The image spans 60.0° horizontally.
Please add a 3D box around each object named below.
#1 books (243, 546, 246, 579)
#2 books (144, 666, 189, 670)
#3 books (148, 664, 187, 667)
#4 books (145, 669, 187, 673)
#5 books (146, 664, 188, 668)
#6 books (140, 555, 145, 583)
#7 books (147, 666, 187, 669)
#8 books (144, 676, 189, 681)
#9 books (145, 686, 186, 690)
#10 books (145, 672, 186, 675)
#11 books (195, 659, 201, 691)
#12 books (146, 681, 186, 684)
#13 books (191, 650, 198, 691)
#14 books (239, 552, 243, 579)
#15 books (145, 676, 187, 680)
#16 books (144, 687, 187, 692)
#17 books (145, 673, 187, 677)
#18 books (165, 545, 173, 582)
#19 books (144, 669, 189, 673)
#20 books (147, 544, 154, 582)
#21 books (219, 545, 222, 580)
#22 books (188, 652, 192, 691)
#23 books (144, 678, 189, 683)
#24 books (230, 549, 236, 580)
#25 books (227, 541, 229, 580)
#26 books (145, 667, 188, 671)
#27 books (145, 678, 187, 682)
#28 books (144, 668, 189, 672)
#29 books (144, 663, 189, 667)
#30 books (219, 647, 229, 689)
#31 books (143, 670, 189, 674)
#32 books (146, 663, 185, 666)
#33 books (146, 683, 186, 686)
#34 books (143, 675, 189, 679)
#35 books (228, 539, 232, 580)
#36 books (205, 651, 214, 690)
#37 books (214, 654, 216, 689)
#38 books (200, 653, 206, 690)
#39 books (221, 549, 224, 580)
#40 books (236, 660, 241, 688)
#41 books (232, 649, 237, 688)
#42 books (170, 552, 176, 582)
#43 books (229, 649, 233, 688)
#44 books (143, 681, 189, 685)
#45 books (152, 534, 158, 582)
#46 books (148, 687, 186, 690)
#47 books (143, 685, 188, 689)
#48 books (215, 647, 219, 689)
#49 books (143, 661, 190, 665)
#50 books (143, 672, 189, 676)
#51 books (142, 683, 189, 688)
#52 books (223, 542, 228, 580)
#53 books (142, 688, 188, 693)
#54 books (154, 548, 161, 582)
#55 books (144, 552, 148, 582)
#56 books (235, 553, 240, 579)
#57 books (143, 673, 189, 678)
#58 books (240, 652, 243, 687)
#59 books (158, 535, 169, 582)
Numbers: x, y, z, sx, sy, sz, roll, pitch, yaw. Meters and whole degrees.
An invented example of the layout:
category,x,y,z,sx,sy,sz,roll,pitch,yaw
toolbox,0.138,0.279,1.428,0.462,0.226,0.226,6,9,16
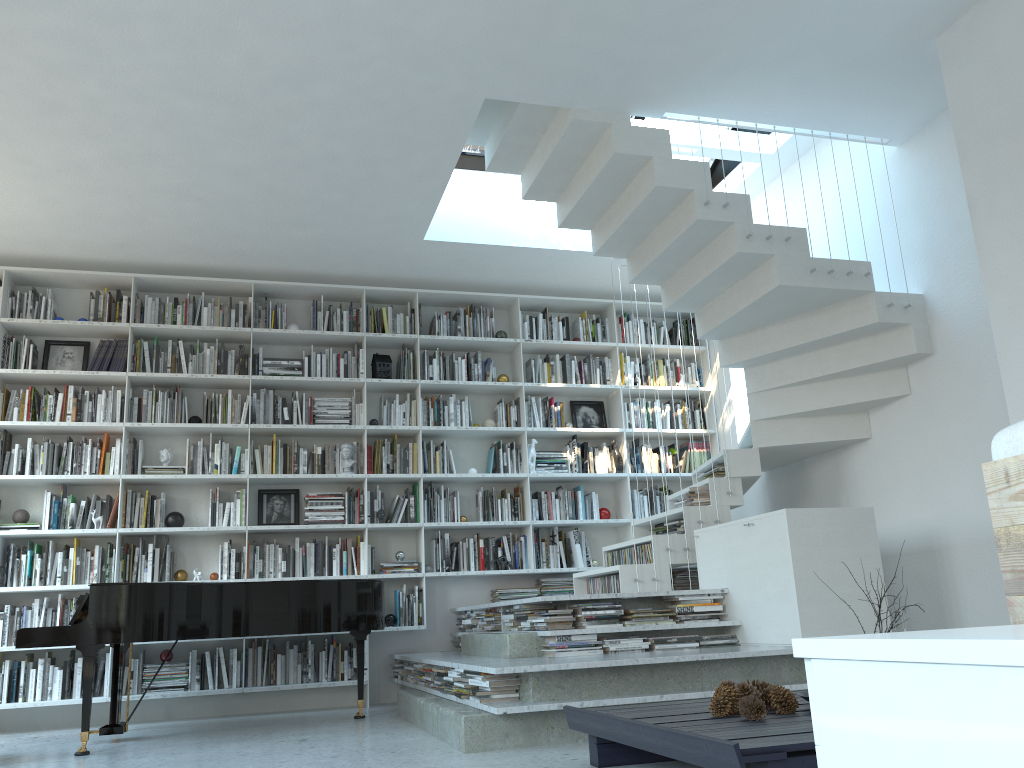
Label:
category,x,y,z,sx,sy,sz,roll,pitch,yaw
books,-1.930,1.300,6.400,0.019,0.241,0.108,1,-15,-16
books,-2.360,1.944,6.068,0.285,0.005,0.160,2,-16,-19
books,-2.362,1.929,6.079,0.254,0.005,0.161,1,-16,-16
books,-2.364,1.961,6.070,0.254,0.005,0.161,1,-16,-16
books,-2.362,1.935,6.077,0.254,0.005,0.161,1,-16,-16
books,-2.566,1.297,6.180,0.024,0.195,0.157,1,-15,-16
books,-2.359,1.937,6.066,0.254,0.005,0.161,3,-16,-21
books,-2.355,2.010,6.046,0.285,0.007,0.160,3,-16,-21
books,-2.357,2.065,6.041,0.254,0.007,0.161,1,-16,-15
books,-2.362,1.976,6.064,0.254,0.005,0.161,2,-16,-17
books,-2.157,2.000,6.105,0.029,0.201,0.178,1,-15,-16
books,-2.355,2.030,6.044,0.254,0.007,0.161,3,-16,-20
books,-2.191,1.972,6.116,0.031,0.265,0.145,1,-15,-16
books,-1.942,1.312,6.365,0.024,0.200,0.159,1,-15,-16
books,-2.358,2.006,6.057,0.254,0.007,0.161,1,-16,-15
books,-2.354,2.077,6.031,0.254,0.007,0.161,0,-15,-12
books,-2.362,1.987,6.063,0.254,0.005,0.161,1,-16,-16
books,-2.407,1.268,6.226,0.027,0.260,0.164,1,-15,-16
books,-2.363,1.966,6.067,0.285,0.005,0.160,2,-16,-17
books,-2.521,1.261,6.195,0.027,0.268,0.185,1,-15,-16
books,-2.082,1.283,6.334,0.012,0.253,0.161,1,-15,-16
books,-2.207,1.973,6.094,0.012,0.253,0.161,1,-15,-16
books,-2.355,2.024,6.045,0.285,0.007,0.160,3,-16,-20
books,-1.996,1.299,6.345,0.029,0.220,0.153,1,-15,-16
books,-2.032,1.274,6.355,0.010,0.276,0.156,1,-15,-16
books,-2.359,1.948,6.065,0.254,0.005,0.161,0,-15,-12
books,-2.357,2.019,6.053,0.254,0.007,0.161,1,-16,-15
books,-2.362,1.953,6.063,0.285,0.005,0.160,3,-16,-20
books,-2.363,1.924,6.081,0.285,0.005,0.160,1,-16,-16
books,-2.002,1.969,6.163,0.073,0.275,0.181,1,-15,-16
books,-2.363,1.971,6.065,0.285,0.005,0.160,1,-16,-15
books,-2.362,1.918,6.079,0.254,0.005,0.161,1,-16,-15
books,-2.354,2.044,6.041,0.254,0.007,0.161,3,-16,-20
books,-2.359,1.999,6.059,0.285,0.007,0.160,1,-16,-15
books,-2.020,1.267,6.356,0.014,0.290,0.132,1,-15,-16
books,-2.088,1.977,6.132,0.062,0.252,0.178,1,-15,-16
books,-2.052,1.988,6.137,0.011,0.231,0.174,1,-15,-16
books,-2.133,1.986,6.128,0.028,0.237,0.136,1,-15,-16
books,-2.070,1.300,6.341,0.015,0.225,0.148,1,-15,-16
books,-1.905,2.018,6.177,0.024,0.179,0.172,1,-15,-16
books,-1.926,1.974,6.165,0.024,0.259,0.190,1,-15,-16
books,-2.386,1.296,6.241,0.023,0.211,0.160,1,-15,-16
books,-1.958,1.982,6.187,0.025,0.258,0.133,1,-15,-16
books,-2.355,2.038,6.047,0.285,0.007,0.160,1,-16,-14
books,-2.510,1.234,6.233,0.013,0.338,0.138,1,-15,-16
books,-2.357,2.073,6.041,0.254,0.007,0.161,1,-16,-16
books,-2.355,2.057,6.036,0.285,0.007,0.160,3,-16,-20
books,-2.040,1.965,6.138,0.012,0.274,0.180,1,-15,-16
books,-2.360,1.911,6.072,0.285,0.005,0.160,0,-15,-11
books,-2.362,1.980,6.060,0.285,0.005,0.160,2,-16,-18
books,-2.352,2.050,6.036,0.285,0.007,0.160,0,-15,-11
books,-2.046,1.274,6.336,0.027,0.268,0.159,1,-15,-16
books,-2.356,2.086,6.038,0.285,0.007,0.160,1,-16,-16
books,-2.486,1.280,6.219,0.029,0.240,0.136,1,-15,-16
books,-2.543,1.287,6.185,0.021,0.214,0.172,1,-15,-16
books,-1.972,1.318,6.369,0.031,0.194,0.142,1,-15,-16
books,-2.360,1.993,6.063,0.285,0.007,0.160,1,-16,-16
books,-1.891,1.996,6.208,0.021,0.237,0.116,1,-15,-16
books,-2.446,1.235,6.226,0.050,0.327,0.167,1,-15,-16
